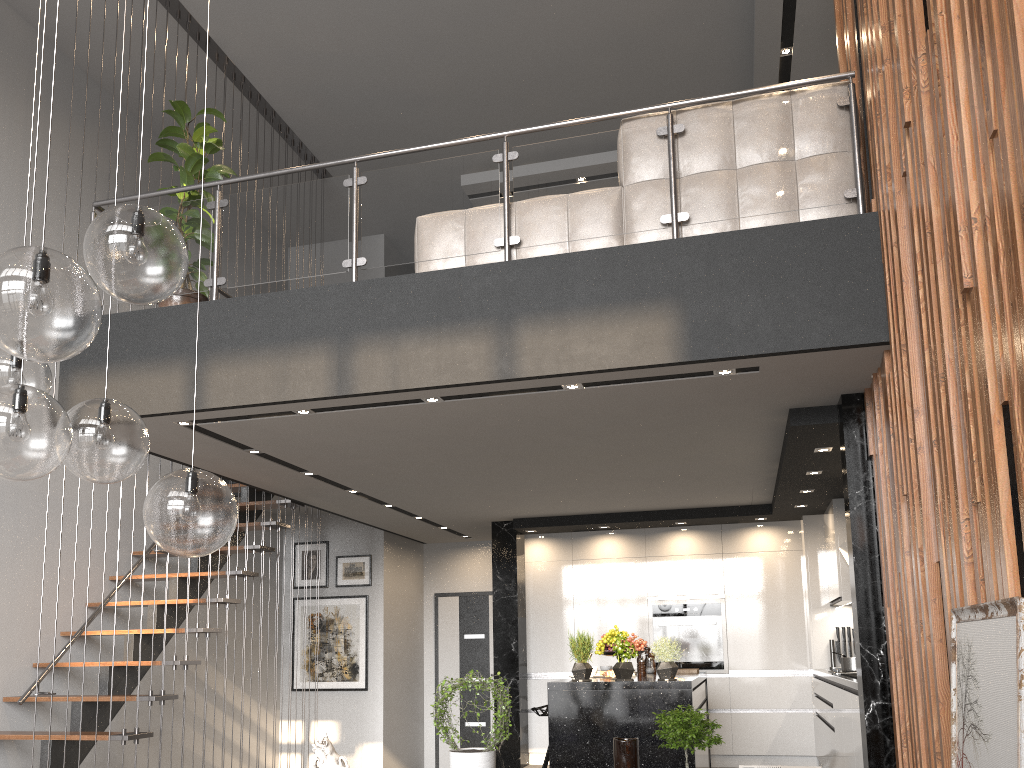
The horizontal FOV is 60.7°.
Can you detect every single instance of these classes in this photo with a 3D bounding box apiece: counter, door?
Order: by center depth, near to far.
[{"bbox_3d":[2.547,2.047,6.119,0.612,0.039,3.564,-5,-18,13],"label":"counter"},{"bbox_3d":[-0.417,3.422,10.038,0.977,2.026,0.173,-4,-9,15],"label":"door"}]

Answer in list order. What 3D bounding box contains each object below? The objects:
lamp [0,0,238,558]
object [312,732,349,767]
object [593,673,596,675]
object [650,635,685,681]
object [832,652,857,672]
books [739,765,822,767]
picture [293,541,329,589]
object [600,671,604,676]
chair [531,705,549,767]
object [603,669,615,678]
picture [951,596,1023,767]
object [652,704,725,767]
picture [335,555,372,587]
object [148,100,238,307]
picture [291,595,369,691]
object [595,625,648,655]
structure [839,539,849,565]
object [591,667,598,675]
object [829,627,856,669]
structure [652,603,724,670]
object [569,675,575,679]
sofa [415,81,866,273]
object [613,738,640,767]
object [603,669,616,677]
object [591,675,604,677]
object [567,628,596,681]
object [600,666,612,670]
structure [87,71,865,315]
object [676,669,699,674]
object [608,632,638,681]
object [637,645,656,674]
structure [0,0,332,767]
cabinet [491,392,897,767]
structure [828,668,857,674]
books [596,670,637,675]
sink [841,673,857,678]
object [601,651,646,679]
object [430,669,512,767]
[{"bbox_3d":[-1.262,-1.998,2.479,1.233,4.862,1.260,-3,-9,11],"label":"lamp"},{"bbox_3d":[-0.839,1.787,4.124,0.209,0.282,0.138,-9,-13,33],"label":"object"},{"bbox_3d":[0.596,2.190,6.593,0.027,0.026,0.134,5,-18,-25],"label":"object"},{"bbox_3d":[0.989,1.742,5.569,0.223,0.276,0.215,-7,-13,27],"label":"object"},{"bbox_3d":[2.633,2.152,6.784,0.200,0.149,0.360,-2,-16,5],"label":"object"},{"bbox_3d":[1.103,1.652,3.584,0.333,0.146,0.205,-5,-15,15],"label":"books"},{"bbox_3d":[-2.165,1.951,9.433,0.411,0.492,0.025,-4,-9,15],"label":"picture"},{"bbox_3d":[0.688,2.155,6.510,0.074,0.041,0.132,-3,-16,7],"label":"object"},{"bbox_3d":[0.510,2.751,6.575,0.435,0.714,1.781,-4,-16,14],"label":"chair"},{"bbox_3d":[0.692,2.056,6.216,0.075,0.057,0.061,-11,-16,35],"label":"object"},{"bbox_3d":[1.306,1.106,2.419,0.101,0.971,0.749,-3,-12,14],"label":"picture"},{"bbox_3d":[0.750,1.576,3.738,0.273,0.397,0.318,4,-13,-25],"label":"object"},{"bbox_3d":[-1.681,1.986,9.296,0.411,0.325,0.025,-5,-9,15],"label":"picture"},{"bbox_3d":[-1.952,-1.006,5.285,0.782,1.429,0.537,-8,-12,34],"label":"object"},{"bbox_3d":[-1.925,2.741,9.251,0.874,0.967,0.025,-4,-9,15],"label":"picture"},{"bbox_3d":[0.751,1.763,6.010,0.348,0.209,0.329,-4,-15,11],"label":"object"},{"bbox_3d":[2.739,1.283,6.637,0.414,1.002,0.758,-4,-12,14],"label":"structure"},{"bbox_3d":[0.615,2.182,6.639,0.084,0.069,0.079,6,-15,-25],"label":"object"},{"bbox_3d":[2.970,2.336,7.749,0.322,0.363,0.068,-4,-9,15],"label":"object"},{"bbox_3d":[1.769,2.524,8.726,0.657,0.614,0.670,-4,-14,14],"label":"structure"},{"bbox_3d":[0.470,2.016,6.079,0.155,0.068,0.160,4,-16,-16],"label":"object"},{"bbox_3d":[0.841,-0.673,5.401,2.283,0.759,2.358,-5,-17,14],"label":"sofa"},{"bbox_3d":[0.497,1.668,3.787,0.109,0.260,0.111,-5,-10,20],"label":"object"},{"bbox_3d":[0.719,2.070,6.263,0.131,0.058,0.072,-5,-14,14],"label":"object"},{"bbox_3d":[0.680,2.172,6.511,0.194,0.011,0.195,14,-23,-41],"label":"object"},{"bbox_3d":[0.464,1.750,5.705,0.187,0.359,0.201,5,-12,-30],"label":"object"},{"bbox_3d":[0.781,2.370,7.248,0.155,0.068,0.160,4,-16,-16],"label":"object"},{"bbox_3d":[-0.007,-0.419,6.128,4.233,0.719,3.481,-5,-17,14],"label":"structure"},{"bbox_3d":[1.394,2.379,7.251,0.291,0.029,0.413,-5,-18,13],"label":"object"},{"bbox_3d":[0.711,1.747,5.616,0.180,0.304,0.176,-6,-12,25],"label":"object"},{"bbox_3d":[1.132,2.286,7.350,0.150,0.276,0.206,-1,-12,-2],"label":"object"},{"bbox_3d":[-2.649,0.503,6.766,1.181,5.884,3.693,-3,-11,14],"label":"structure"},{"bbox_3d":[1.122,1.753,6.700,3.629,3.148,6.393,-4,-16,14],"label":"cabinet"},{"bbox_3d":[2.657,2.152,6.534,0.511,0.058,0.619,-5,-18,14],"label":"structure"},{"bbox_3d":[0.822,2.288,6.936,0.323,0.037,0.177,-5,-17,13],"label":"books"},{"bbox_3d":[2.413,1.758,5.583,0.499,0.531,1.147,-4,-16,14],"label":"sink"},{"bbox_3d":[0.744,1.920,5.979,0.368,0.182,0.378,5,-17,-21],"label":"object"},{"bbox_3d":[-0.182,1.587,3.982,0.385,0.560,0.222,0,-10,-5],"label":"object"}]
